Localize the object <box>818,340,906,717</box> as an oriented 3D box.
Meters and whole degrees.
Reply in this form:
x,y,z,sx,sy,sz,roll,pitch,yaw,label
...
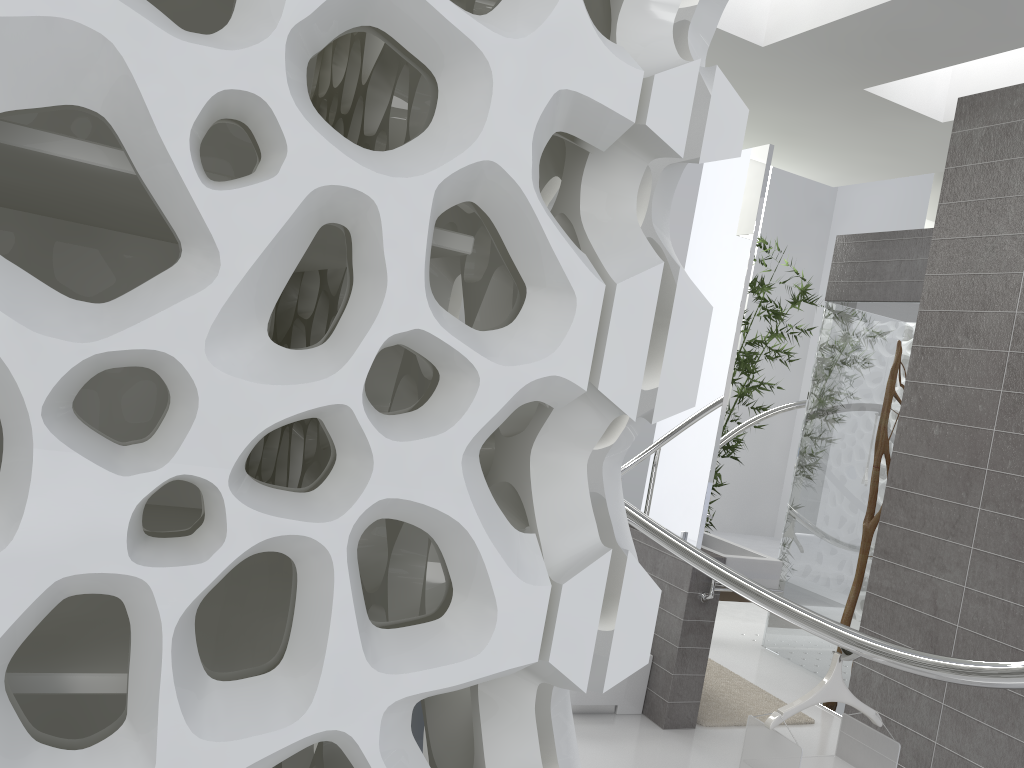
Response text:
x,y,z,sx,sy,sz,roll,pitch,yaw,label
2.169,0.685,5.007,0.400,2.389,0.400,10,1,-26,object

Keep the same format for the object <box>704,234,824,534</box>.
x,y,z,sx,sy,sz,roll,pitch,yaw,label
0.976,-0.196,7.685,4.664,4.038,4.097,11,1,23,object

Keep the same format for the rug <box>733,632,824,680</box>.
x,y,z,sx,sy,sz,roll,pitch,yaw,label
2.448,1.964,5.392,0.790,0.044,2.486,10,1,-26,rug

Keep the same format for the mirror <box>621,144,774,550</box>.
x,y,z,sx,sy,sz,roll,pitch,yaw,label
0.837,-0.225,4.765,0.030,1.980,1.100,10,1,-26,mirror

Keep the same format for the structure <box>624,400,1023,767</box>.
x,y,z,sx,sy,sz,roll,pitch,yaw,label
2.016,0.979,4.343,5.433,2.080,5.250,10,1,-31,structure

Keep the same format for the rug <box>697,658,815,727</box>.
x,y,z,sx,sy,sz,roll,pitch,yaw,label
1.030,1.687,5.052,0.775,0.016,1.153,10,1,-26,rug

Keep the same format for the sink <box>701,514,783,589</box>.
x,y,z,sx,sy,sz,roll,pitch,yaw,label
0.999,0.983,4.689,0.478,0.598,0.650,10,1,-26,sink

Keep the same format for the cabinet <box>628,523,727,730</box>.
x,y,z,sx,sy,sz,roll,pitch,yaw,label
0.741,1.203,4.865,0.461,0.870,1.200,10,1,-26,cabinet

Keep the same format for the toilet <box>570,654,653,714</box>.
x,y,z,sx,sy,sz,roll,pitch,yaw,label
0.347,1.430,4.414,0.561,0.300,0.354,10,1,-26,toilet
